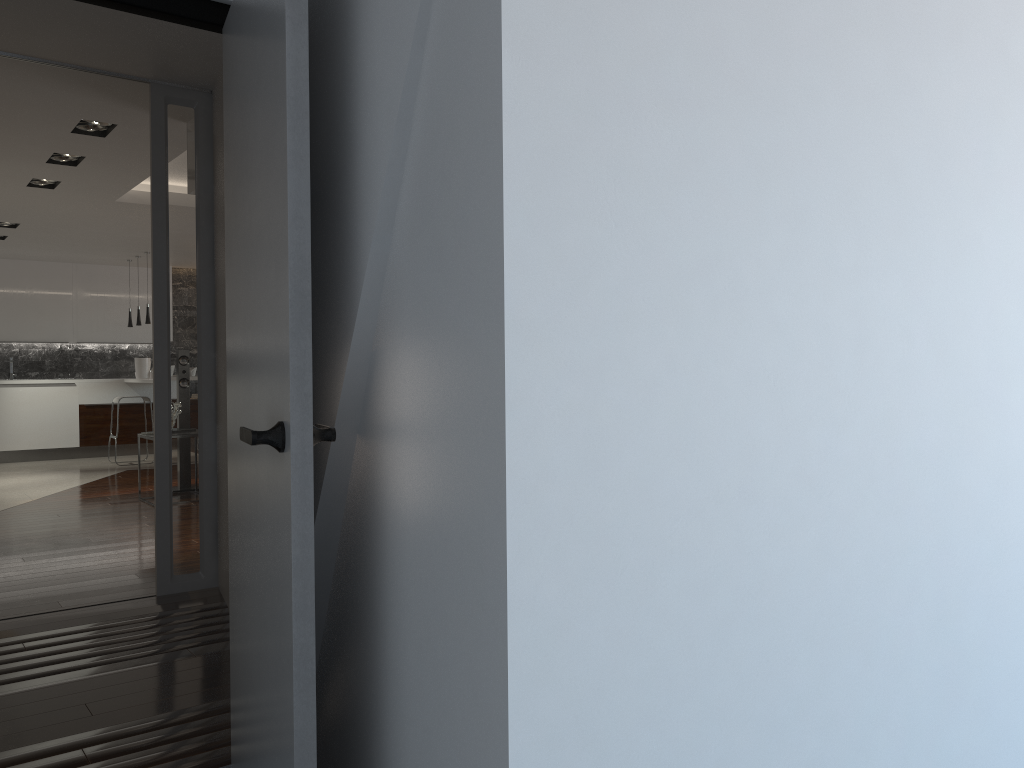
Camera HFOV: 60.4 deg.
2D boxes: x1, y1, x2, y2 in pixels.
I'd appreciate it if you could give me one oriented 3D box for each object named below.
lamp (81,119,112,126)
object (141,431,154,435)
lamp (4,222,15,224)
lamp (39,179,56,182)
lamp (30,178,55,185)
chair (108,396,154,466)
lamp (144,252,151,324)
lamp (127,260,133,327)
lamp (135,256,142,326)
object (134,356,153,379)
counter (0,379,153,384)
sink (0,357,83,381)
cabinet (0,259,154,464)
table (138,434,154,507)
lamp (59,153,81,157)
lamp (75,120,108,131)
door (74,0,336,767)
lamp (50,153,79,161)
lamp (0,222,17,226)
[{"bbox_3d":[-2.373,-1.522,5.026,0.186,0.077,0.168,-1,1,-31],"label":"lamp"},{"bbox_3d":[-2.935,0.279,7.498,0.274,0.287,0.295,0,1,23],"label":"object"},{"bbox_3d":[-4.771,-1.559,8.324,0.186,0.077,0.167,-1,1,-37],"label":"lamp"},{"bbox_3d":[-3.452,-1.539,6.508,0.186,0.077,0.168,-1,1,-31],"label":"lamp"},{"bbox_3d":[-3.553,-1.540,6.646,0.171,0.077,0.182,0,1,18],"label":"lamp"},{"bbox_3d":[-4.526,0.548,10.466,0.454,0.800,0.398,-1,1,-37],"label":"chair"},{"bbox_3d":[-4.293,-1.129,10.361,0.061,0.845,0.055,-1,1,-37],"label":"lamp"},{"bbox_3d":[-4.809,-1.137,11.069,0.061,0.845,0.055,-1,1,-37],"label":"lamp"},{"bbox_3d":[-4.551,-1.133,10.715,0.061,0.845,0.055,-1,1,-37],"label":"lamp"},{"bbox_3d":[-4.885,-0.224,11.936,0.433,0.298,0.550,-1,1,-24],"label":"object"},{"bbox_3d":[-5.833,-0.014,10.021,4.247,0.041,2.550,-1,1,-37],"label":"counter"},{"bbox_3d":[-6.067,-0.073,11.023,1.215,0.520,0.482,-1,1,-37],"label":"sink"},{"bbox_3d":[-4.138,-0.302,10.274,7.293,2.500,4.213,-1,1,-37],"label":"cabinet"},{"bbox_3d":[-2.835,0.705,7.420,0.475,0.563,0.569,-1,1,-37],"label":"table"},{"bbox_3d":[-2.909,-1.531,5.763,0.186,0.077,0.168,-1,1,-31],"label":"lamp"},{"bbox_3d":[-2.474,-1.524,5.164,0.187,0.077,0.167,-1,1,-42],"label":"lamp"},{"bbox_3d":[-0.893,0.019,1.814,1.055,2.093,0.927,-1,1,-37],"label":"door"},{"bbox_3d":[-3.010,-1.532,5.901,0.187,0.077,0.167,-1,1,-42],"label":"lamp"},{"bbox_3d":[-4.872,-1.561,8.462,0.168,0.077,0.186,0,1,36],"label":"lamp"}]
